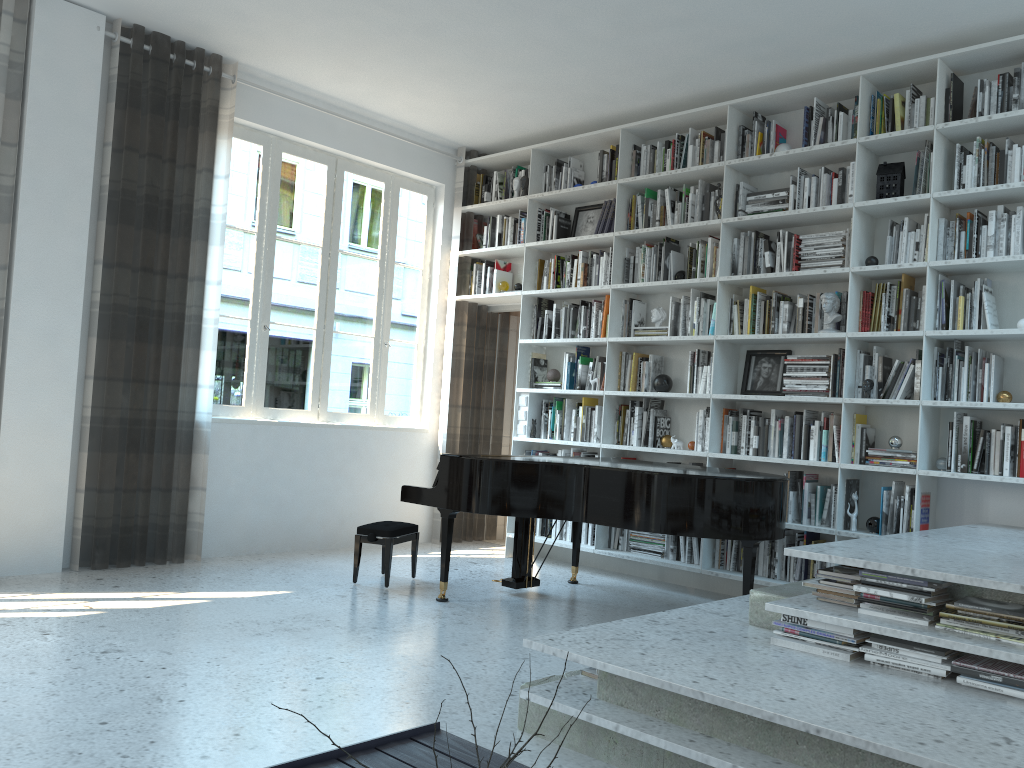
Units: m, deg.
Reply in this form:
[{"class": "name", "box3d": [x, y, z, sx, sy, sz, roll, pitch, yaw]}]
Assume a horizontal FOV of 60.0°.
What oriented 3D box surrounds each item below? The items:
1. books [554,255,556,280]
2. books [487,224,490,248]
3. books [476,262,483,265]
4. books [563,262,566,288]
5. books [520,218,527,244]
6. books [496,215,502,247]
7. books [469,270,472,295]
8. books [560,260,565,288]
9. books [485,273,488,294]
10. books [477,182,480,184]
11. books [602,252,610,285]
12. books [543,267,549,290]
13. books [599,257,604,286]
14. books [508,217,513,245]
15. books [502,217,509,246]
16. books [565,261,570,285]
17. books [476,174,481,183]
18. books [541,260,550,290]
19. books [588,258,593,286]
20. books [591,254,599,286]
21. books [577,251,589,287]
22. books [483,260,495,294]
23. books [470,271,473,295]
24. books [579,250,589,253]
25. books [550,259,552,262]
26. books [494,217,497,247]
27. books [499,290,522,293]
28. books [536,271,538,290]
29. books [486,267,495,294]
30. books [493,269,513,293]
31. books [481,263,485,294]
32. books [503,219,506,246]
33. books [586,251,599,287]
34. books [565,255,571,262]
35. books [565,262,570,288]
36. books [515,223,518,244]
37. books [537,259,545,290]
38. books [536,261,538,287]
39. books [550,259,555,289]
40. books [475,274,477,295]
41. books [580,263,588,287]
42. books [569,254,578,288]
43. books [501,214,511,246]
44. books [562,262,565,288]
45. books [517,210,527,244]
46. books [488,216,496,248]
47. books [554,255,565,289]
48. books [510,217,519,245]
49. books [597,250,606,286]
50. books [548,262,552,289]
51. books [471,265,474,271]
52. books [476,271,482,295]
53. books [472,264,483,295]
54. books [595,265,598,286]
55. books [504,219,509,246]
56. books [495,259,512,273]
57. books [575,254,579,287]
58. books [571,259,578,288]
[{"class": "books", "box3d": [0.378, -0.823, 6.727, 0.020, 0.281, 0.164, 2, -2, 44]}, {"class": "books", "box3d": [-0.129, -1.176, 7.228, 0.022, 0.228, 0.171, 2, -3, 44]}, {"class": "books", "box3d": [-0.252, -0.848, 7.352, 0.013, 0.302, 0.135, 2, -2, 44]}, {"class": "books", "box3d": [0.445, -0.790, 6.654, 0.014, 0.218, 0.164, 2, -3, 44]}, {"class": "books", "box3d": [0.145, -1.170, 6.962, 0.029, 0.229, 0.191, 2, -3, 44]}, {"class": "books", "box3d": [-0.056, -1.203, 7.149, 0.021, 0.286, 0.179, 2, -2, 44]}, {"class": "books", "box3d": [-0.289, -0.813, 7.352, 0.013, 0.228, 0.179, 2, -3, 44]}, {"class": "books", "box3d": [0.414, -0.806, 6.700, 0.047, 0.249, 0.134, 2, -2, 44]}, {"class": "books", "box3d": [-0.141, -0.792, 7.211, 0.024, 0.193, 0.181, 2, -3, 44]}, {"class": "books", "box3d": [-0.240, -1.551, 7.398, 0.011, 0.241, 0.151, 2, -2, 44]}, {"class": "books", "box3d": [0.715, -0.806, 6.393, 0.022, 0.263, 0.174, 2, -2, 44]}, {"class": "books", "box3d": [0.310, -0.782, 6.768, 0.026, 0.195, 0.175, 2, -3, 44]}, {"class": "books", "box3d": [0.696, -0.790, 6.411, 0.030, 0.230, 0.172, 2, -3, 44]}, {"class": "books", "box3d": [0.035, -1.188, 7.074, 0.025, 0.261, 0.167, 2, -2, 44]}, {"class": "books", "box3d": [-0.010, -1.193, 7.120, 0.013, 0.268, 0.162, 2, -2, 44]}, {"class": "books", "box3d": [0.459, -0.794, 6.650, 0.011, 0.229, 0.170, 2, -3, 44]}, {"class": "books", "box3d": [-0.255, -1.585, 7.398, 0.012, 0.307, 0.180, 2, -2, 44]}, {"class": "books", "box3d": [0.296, -0.813, 6.817, 0.062, 0.258, 0.153, 2, -2, 44]}, {"class": "books", "box3d": [0.618, -0.792, 6.491, 0.013, 0.232, 0.171, 2, -3, 44]}, {"class": "books", "box3d": [0.644, -0.805, 6.487, 0.029, 0.260, 0.157, 2, -2, 44]}, {"class": "books", "box3d": [0.557, -0.821, 6.535, 0.030, 0.285, 0.185, 2, -2, 44]}, {"class": "books", "box3d": [-0.160, -0.845, 7.215, 0.013, 0.297, 0.187, 2, -2, 44]}, {"class": "books", "box3d": [-0.279, -0.810, 7.343, 0.013, 0.222, 0.162, 2, -3, 44]}, {"class": "books", "box3d": [0.541, -0.829, 6.583, 0.014, 0.304, 0.151, 2, -2, 44]}, {"class": "books", "box3d": [0.336, -0.814, 6.769, 0.010, 0.262, 0.151, 2, -2, 44]}, {"class": "books", "box3d": [-0.080, -1.204, 7.209, 0.028, 0.288, 0.132, 2, -2, 44]}, {"class": "books", "box3d": [0.054, -0.720, 7.034, 0.159, 0.012, 0.285, 6, -3, -44]}, {"class": "books", "box3d": [0.251, -0.802, 6.848, 0.022, 0.232, 0.151, 2, -2, 44]}, {"class": "books", "box3d": [-0.128, -0.815, 7.175, 0.021, 0.237, 0.189, 2, -3, 44]}, {"class": "books", "box3d": [-0.075, -0.800, 7.134, 0.029, 0.211, 0.187, 2, -3, 44]}, {"class": "books", "box3d": [-0.184, -0.837, 7.266, 0.022, 0.281, 0.156, 2, -2, 44]}, {"class": "books", "box3d": [-0.002, -1.183, 7.110, 0.012, 0.249, 0.192, 2, -3, 44]}, {"class": "books", "box3d": [0.614, -0.819, 6.513, 0.025, 0.286, 0.161, 2, -2, 44]}, {"class": "books", "box3d": [0.445, -0.819, 6.673, 0.012, 0.277, 0.150, 2, -2, 44]}, {"class": "books", "box3d": [0.469, -0.789, 6.630, 0.031, 0.217, 0.173, 2, -3, 44]}, {"class": "books", "box3d": [0.087, -1.161, 7.047, 0.028, 0.212, 0.138, 2, -2, 44]}, {"class": "books", "box3d": [0.259, -0.817, 6.831, 0.012, 0.263, 0.180, 2, -2, 44]}, {"class": "books", "box3d": [0.246, -0.812, 6.867, 0.012, 0.254, 0.161, 2, -2, 44]}, {"class": "books", "box3d": [0.363, -0.809, 6.735, 0.014, 0.252, 0.187, 2, -3, 44]}, {"class": "books", "box3d": [-0.234, -0.796, 7.309, 0.029, 0.197, 0.160, 2, -3, 44]}, {"class": "books", "box3d": [0.573, -0.776, 6.510, 0.029, 0.195, 0.192, 2, -3, 44]}, {"class": "books", "box3d": [0.491, -0.816, 6.619, 0.014, 0.272, 0.180, 2, -2, 44]}, {"class": "books", "box3d": [-0.021, -1.204, 7.143, 0.037, 0.291, 0.155, 2, -2, 44]}, {"class": "books", "box3d": [0.438, -0.795, 6.683, 0.012, 0.230, 0.149, 2, -2, 44]}, {"class": "books", "box3d": [0.114, -1.207, 7.003, 0.012, 0.303, 0.189, 2, -2, 44]}, {"class": "books", "box3d": [-0.114, -1.203, 7.210, 0.023, 0.282, 0.186, 2, -2, 44]}, {"class": "books", "box3d": [0.382, -0.821, 6.708, 0.011, 0.277, 0.164, 2, -2, 44]}, {"class": "books", "box3d": [0.054, -1.183, 7.055, 0.030, 0.251, 0.166, 2, -2, 44]}, {"class": "books", "box3d": [0.685, -0.815, 6.429, 0.012, 0.280, 0.188, 2, -2, 44]}, {"class": "books", "box3d": [0.347, -0.798, 6.751, 0.030, 0.230, 0.172, 2, -3, 44]}, {"class": "books", "box3d": [-0.304, -0.837, 7.353, 0.011, 0.272, 0.188, 2, -3, 44]}, {"class": "books", "box3d": [-0.224, -0.808, 7.290, 0.010, 0.220, 0.181, 2, -3, 44]}, {"class": "books", "box3d": [-0.255, -0.839, 7.322, 0.023, 0.281, 0.170, 2, -2, 44]}, {"class": "books", "box3d": [0.658, -0.768, 6.468, 0.022, 0.186, 0.136, 2, -3, 44]}, {"class": "books", "box3d": [0.011, -1.180, 7.099, 0.021, 0.244, 0.174, 2, -3, 44]}, {"class": "books", "box3d": [-0.078, -0.843, 7.159, 0.013, 0.298, 0.179, 2, -2, 44]}, {"class": "books", "box3d": [0.540, -0.814, 6.557, 0.023, 0.271, 0.187, 2, -3, 44]}, {"class": "books", "box3d": [0.515, -0.798, 6.601, 0.047, 0.238, 0.162, 2, -3, 44]}]
